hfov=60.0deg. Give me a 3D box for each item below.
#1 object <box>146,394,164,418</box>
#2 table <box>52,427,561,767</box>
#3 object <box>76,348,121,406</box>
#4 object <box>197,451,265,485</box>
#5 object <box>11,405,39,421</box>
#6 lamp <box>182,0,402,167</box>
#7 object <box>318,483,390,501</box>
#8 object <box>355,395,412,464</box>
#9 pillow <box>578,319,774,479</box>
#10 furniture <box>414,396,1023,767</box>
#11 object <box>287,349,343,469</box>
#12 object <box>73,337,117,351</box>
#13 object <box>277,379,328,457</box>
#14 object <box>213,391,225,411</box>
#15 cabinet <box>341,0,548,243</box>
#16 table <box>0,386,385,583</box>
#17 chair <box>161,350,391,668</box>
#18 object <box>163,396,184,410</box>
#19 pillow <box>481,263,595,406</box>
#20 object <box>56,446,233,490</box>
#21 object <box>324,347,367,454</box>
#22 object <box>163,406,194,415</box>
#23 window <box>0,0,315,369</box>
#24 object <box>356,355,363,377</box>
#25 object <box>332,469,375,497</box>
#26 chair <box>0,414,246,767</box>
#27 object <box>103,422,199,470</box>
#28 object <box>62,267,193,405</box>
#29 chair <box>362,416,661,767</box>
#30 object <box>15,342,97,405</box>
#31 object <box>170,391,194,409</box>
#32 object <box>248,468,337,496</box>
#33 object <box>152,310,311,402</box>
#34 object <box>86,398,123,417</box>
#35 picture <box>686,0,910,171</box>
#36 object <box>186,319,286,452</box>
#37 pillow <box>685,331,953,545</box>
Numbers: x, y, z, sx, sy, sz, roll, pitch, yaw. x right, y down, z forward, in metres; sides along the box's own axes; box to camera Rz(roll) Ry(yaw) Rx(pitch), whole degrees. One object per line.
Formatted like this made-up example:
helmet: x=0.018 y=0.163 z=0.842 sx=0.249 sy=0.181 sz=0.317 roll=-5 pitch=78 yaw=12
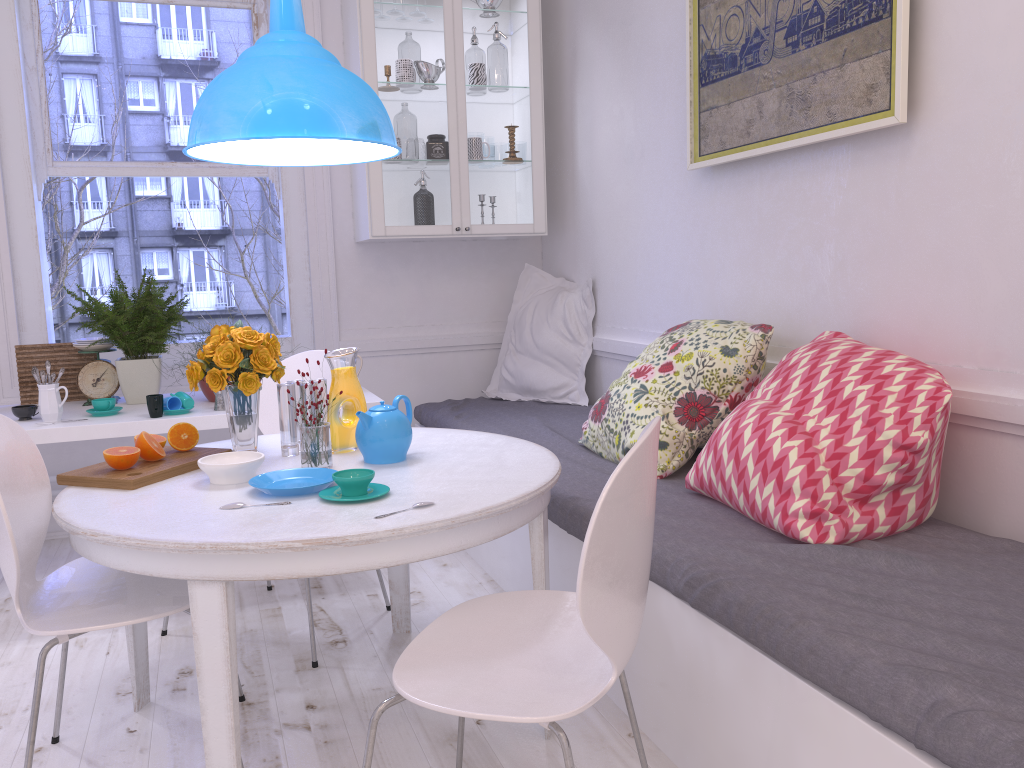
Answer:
object: x=-1.233 y=0.078 z=3.058 sx=0.055 sy=0.077 sz=0.070 roll=-1 pitch=7 yaw=6
table: x=-0.443 y=0.515 z=2.146 sx=1.140 sy=0.629 sz=1.140 roll=-1 pitch=7 yaw=10
object: x=-1.626 y=-0.031 z=3.499 sx=0.159 sy=0.208 sz=0.185 roll=-4 pitch=8 yaw=-19
object: x=-0.639 y=0.193 z=2.025 sx=0.147 sy=0.052 sz=0.147 roll=1 pitch=8 yaw=23
object: x=-1.708 y=0.102 z=3.110 sx=0.082 sy=0.048 sz=0.079 roll=2 pitch=9 yaw=30
lamp: x=-0.612 y=-1.580 z=2.247 sx=0.568 sy=1.948 sz=0.568 roll=0 pitch=8 yaw=15
object: x=-0.327 y=0.227 z=1.843 sx=0.147 sy=0.011 sz=0.147 roll=-4 pitch=8 yaw=-16
object: x=-0.311 y=0.111 z=2.187 sx=0.156 sy=0.151 sz=0.150 roll=-4 pitch=8 yaw=-15
pillow: x=0.522 y=0.026 z=2.771 sx=0.509 sy=0.447 sz=0.592 roll=-4 pitch=8 yaw=-14
furniture: x=0.405 y=0.470 z=2.748 sx=0.769 sy=0.508 sz=3.296 roll=-4 pitch=8 yaw=-19
object: x=-0.461 y=0.059 z=2.099 sx=0.128 sy=0.287 sz=0.128 roll=-4 pitch=8 yaw=-17
object: x=-1.638 y=-0.157 z=3.491 sx=0.164 sy=0.047 sz=0.163 roll=2 pitch=9 yaw=30
object: x=-0.540 y=0.086 z=2.308 sx=0.101 sy=0.186 sz=0.122 roll=-1 pitch=7 yaw=11
object: x=-1.040 y=0.059 z=3.192 sx=0.066 sy=0.067 sz=0.052 roll=-4 pitch=8 yaw=-18
cabinet: x=-0.304 y=-1.322 z=4.023 sx=0.823 sy=1.311 sz=0.425 roll=-4 pitch=8 yaw=-19
table: x=-1.293 y=0.386 z=3.410 sx=1.514 sy=0.619 sz=0.736 roll=-4 pitch=8 yaw=-19
chair: x=-0.726 y=0.337 z=2.768 sx=0.604 sy=0.845 sz=0.483 roll=2 pitch=8 yaw=26
object: x=-1.203 y=0.069 z=3.131 sx=0.080 sy=0.058 sz=0.069 roll=5 pitch=10 yaw=43
pillow: x=0.149 y=-0.244 z=4.135 sx=0.677 sy=0.642 sz=0.374 roll=5 pitch=10 yaw=41
object: x=-0.881 y=0.199 z=2.157 sx=0.224 sy=0.024 sz=0.347 roll=1 pitch=8 yaw=21
object: x=-0.433 y=0.041 z=2.313 sx=0.094 sy=0.267 sz=0.116 roll=-1 pitch=7 yaw=8
object: x=-1.189 y=0.093 z=3.142 sx=0.121 sy=0.021 sz=0.121 roll=1 pitch=8 yaw=21
window: x=-1.574 y=-0.967 z=3.978 sx=1.234 sy=1.782 sz=0.181 roll=-4 pitch=8 yaw=-19
object: x=-0.689 y=-0.053 z=3.634 sx=0.127 sy=0.152 sz=0.115 roll=-7 pitch=9 yaw=-36
object: x=-0.328 y=0.206 z=1.841 sx=0.088 sy=0.043 sz=0.088 roll=-3 pitch=8 yaw=-11
chair: x=-0.837 y=0.453 z=1.897 sx=0.483 sy=0.845 sz=0.604 roll=-4 pitch=8 yaw=-19
object: x=-0.899 y=0.149 z=2.171 sx=0.129 sy=0.075 sz=0.285 roll=0 pitch=8 yaw=17
object: x=-1.457 y=-0.188 z=3.416 sx=0.438 sy=0.527 sz=0.368 roll=-4 pitch=8 yaw=-19
chair: x=0.015 y=0.472 z=1.522 sx=0.483 sy=0.845 sz=0.604 roll=0 pitch=8 yaw=16
object: x=-1.809 y=-0.045 z=3.546 sx=0.294 sy=0.237 sz=0.028 roll=-4 pitch=8 yaw=-19
object: x=-1.173 y=0.059 z=3.153 sx=0.069 sy=0.059 sz=0.082 roll=-8 pitch=10 yaw=-41
object: x=-0.470 y=0.215 z=1.927 sx=0.196 sy=0.023 sz=0.196 roll=-6 pitch=9 yaw=-31
object: x=-1.085 y=-0.107 z=3.454 sx=0.668 sy=0.367 sz=0.531 roll=-1 pitch=7 yaw=5
object: x=-1.454 y=0.082 z=3.163 sx=0.121 sy=0.055 sz=0.121 roll=1 pitch=8 yaw=21
picture: x=0.750 y=-0.979 z=2.501 sx=0.020 sy=0.629 sz=0.971 roll=-4 pitch=8 yaw=-19
object: x=-0.689 y=0.015 z=2.256 sx=0.235 sy=0.351 sz=0.234 roll=3 pitch=9 yaw=36
pillow: x=0.745 y=0.105 z=2.129 sx=0.491 sy=0.424 sz=0.587 roll=-4 pitch=8 yaw=-16
